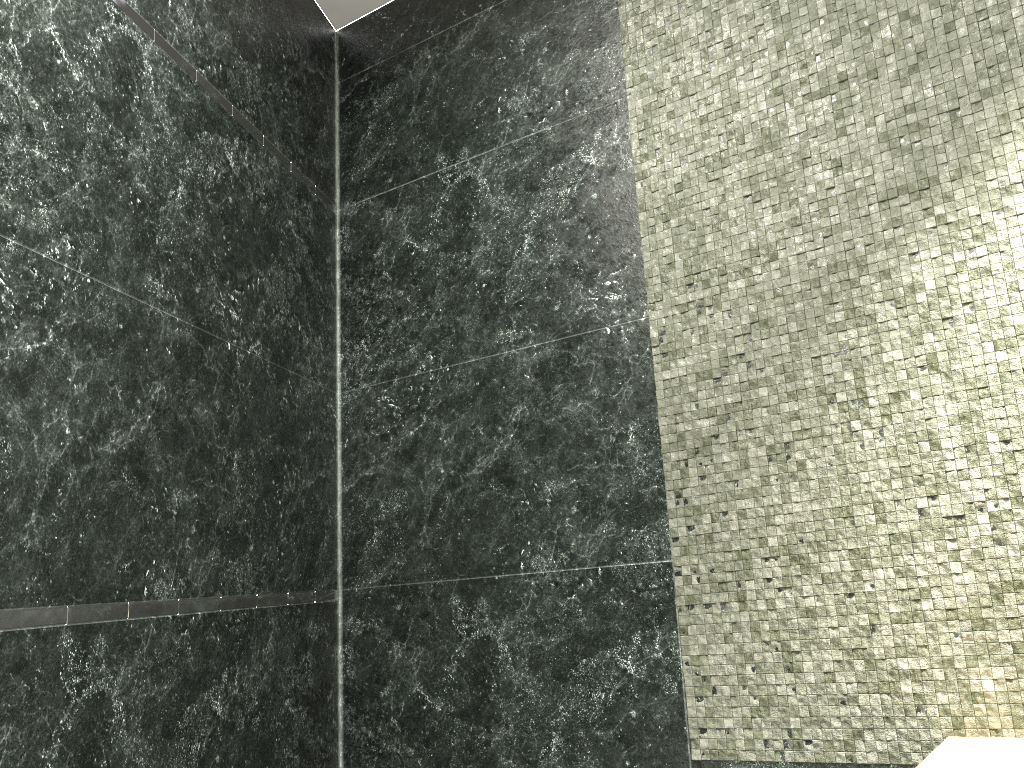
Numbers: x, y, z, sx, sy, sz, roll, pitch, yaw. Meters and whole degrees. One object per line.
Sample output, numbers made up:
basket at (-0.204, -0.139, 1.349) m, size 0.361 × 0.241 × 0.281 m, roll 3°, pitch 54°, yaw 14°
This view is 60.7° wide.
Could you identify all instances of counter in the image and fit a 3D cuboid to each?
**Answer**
counter at (1.099, 0.663, 0.918) m, size 1.240 × 1.051 × 0.686 m, roll -12°, pitch -15°, yaw 32°
